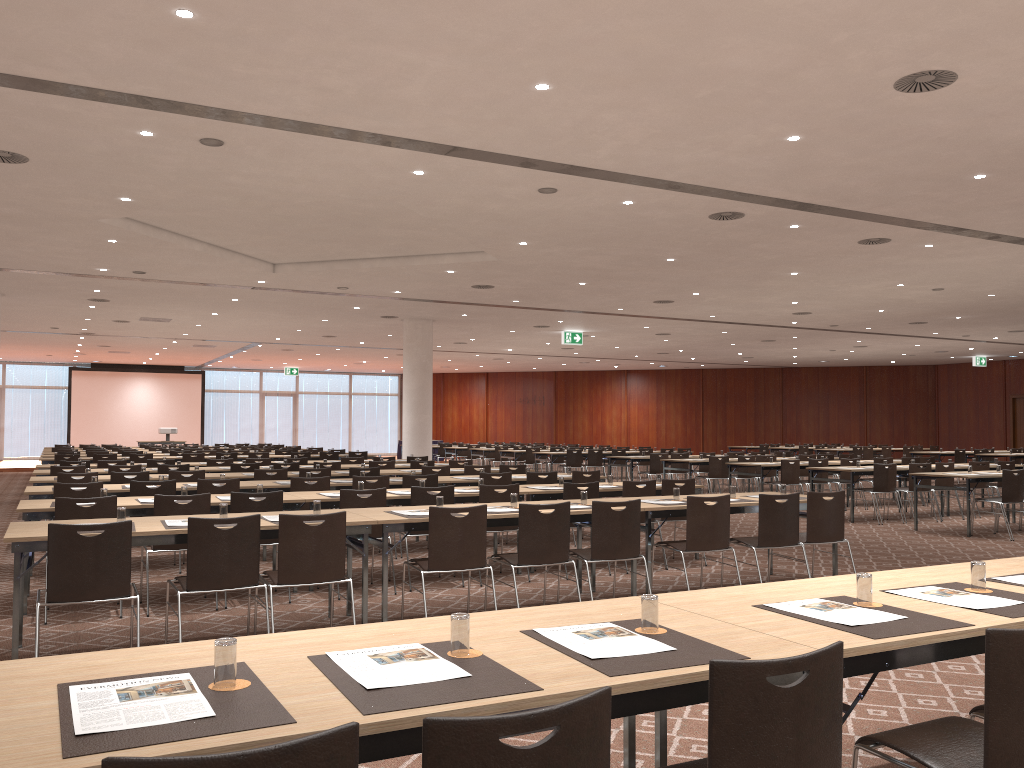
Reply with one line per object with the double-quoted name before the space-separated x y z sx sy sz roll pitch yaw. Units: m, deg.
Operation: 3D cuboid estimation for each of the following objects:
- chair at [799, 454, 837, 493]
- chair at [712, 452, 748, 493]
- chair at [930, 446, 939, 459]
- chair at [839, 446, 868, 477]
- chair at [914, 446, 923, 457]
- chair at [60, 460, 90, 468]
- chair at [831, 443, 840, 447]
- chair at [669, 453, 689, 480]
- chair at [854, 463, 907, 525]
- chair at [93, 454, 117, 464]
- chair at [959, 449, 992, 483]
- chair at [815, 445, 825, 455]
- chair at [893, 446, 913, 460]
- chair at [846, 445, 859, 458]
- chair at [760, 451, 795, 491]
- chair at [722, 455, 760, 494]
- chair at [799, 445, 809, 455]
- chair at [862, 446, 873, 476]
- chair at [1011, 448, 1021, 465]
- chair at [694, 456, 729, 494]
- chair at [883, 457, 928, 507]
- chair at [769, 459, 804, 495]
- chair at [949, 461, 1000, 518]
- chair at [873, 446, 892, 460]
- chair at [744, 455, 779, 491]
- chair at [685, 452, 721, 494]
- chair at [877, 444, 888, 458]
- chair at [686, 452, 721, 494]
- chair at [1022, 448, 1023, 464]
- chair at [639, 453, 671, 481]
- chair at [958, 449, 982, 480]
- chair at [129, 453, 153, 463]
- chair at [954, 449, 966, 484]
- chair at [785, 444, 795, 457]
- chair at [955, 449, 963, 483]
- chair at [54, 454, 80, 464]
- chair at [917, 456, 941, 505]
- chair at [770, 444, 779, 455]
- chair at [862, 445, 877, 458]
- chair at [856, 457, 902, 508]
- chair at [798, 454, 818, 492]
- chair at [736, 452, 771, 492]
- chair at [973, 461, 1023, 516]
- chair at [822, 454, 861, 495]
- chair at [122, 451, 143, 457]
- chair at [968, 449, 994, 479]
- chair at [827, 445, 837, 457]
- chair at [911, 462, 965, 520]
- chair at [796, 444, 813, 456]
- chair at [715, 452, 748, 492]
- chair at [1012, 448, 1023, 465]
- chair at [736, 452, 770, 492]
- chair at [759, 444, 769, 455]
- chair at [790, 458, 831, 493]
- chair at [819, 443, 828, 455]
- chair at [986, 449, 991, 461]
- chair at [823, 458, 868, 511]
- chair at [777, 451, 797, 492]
"chair" 6.548 1.961 18.935 0.536 0.939 0.614 1 -3 -28
"chair" 5.003 2.026 20.387 0.536 0.939 0.614 1 -3 -29
"chair" 13.509 2.457 28.661 0.536 0.939 0.614 2 -3 -29
"chair" 10.382 2.364 26.966 0.536 0.939 0.614 2 -3 -29
"chair" 12.924 2.447 28.498 0.536 0.939 0.614 1 -3 -27
"chair" -6.991 1.683 14.156 0.536 0.939 0.614 1 -3 -28
"chair" 11.698 2.631 32.364 0.536 0.939 0.614 1 -3 -26
"chair" 3.584 1.984 19.608 0.536 0.939 0.614 1 -3 -29
"chair" 5.815 1.721 14.060 0.536 0.939 0.614 1 -3 -25
"chair" -8.081 1.846 17.577 0.536 0.939 0.614 1 -3 -27
"chair" 12.642 2.237 24.203 0.536 0.939 0.614 1 -3 -26
"chair" 9.980 2.466 29.090 0.536 0.939 0.614 2 -3 -30
"chair" 12.372 2.421 27.992 0.536 0.939 0.614 1 -3 -26
"chair" 11.454 2.515 29.989 0.536 0.939 0.614 1 -3 -25
"chair" 6.237 2.055 20.893 0.536 0.939 0.614 1 -3 -26
"chair" 4.618 1.899 17.809 0.536 0.939 0.614 1 -3 -24
"chair" 9.396 2.457 28.928 0.536 0.939 0.614 1 -3 -29
"chair" 10.900 2.390 27.454 0.536 0.939 0.614 1 -3 -27
"chair" 13.996 2.276 24.901 0.536 0.939 0.614 1 -3 -27
"chair" 3.982 1.885 17.564 0.536 0.939 0.614 1 -3 -25
"chair" 7.572 1.874 17.083 0.536 0.939 0.614 1 -3 -25
"chair" 4.834 1.800 15.754 0.536 0.939 0.614 1 -3 -26
"chair" 7.857 1.779 15.112 0.536 0.939 0.614 1 -3 -28
"chair" 11.551 2.402 27.651 0.536 0.939 0.614 1 -3 -28
"chair" 5.160 1.921 18.220 0.536 0.939 0.614 2 -3 -30
"chair" 4.270 1.999 19.879 0.536 0.939 0.614 1 -3 -27
"chair" 12.623 2.541 30.453 0.536 0.939 0.614 1 -3 -25
"chair" 4.286 1.999 19.887 0.536 0.939 0.614 1 -3 -29
"chair" 14.541 2.295 25.257 0.536 0.939 0.614 1 -3 -25
"chair" 3.132 1.967 19.292 0.536 0.939 0.614 1 -3 -28
"chair" 12.590 2.236 24.176 0.536 0.939 0.614 1 -3 -28
"chair" -7.465 1.859 17.808 0.536 0.939 0.614 1 -3 -27
"chair" 12.005 2.227 24.028 0.536 0.939 0.614 1 -3 -26
"chair" 9.637 2.566 31.162 0.536 0.939 0.614 1 -3 -29
"chair" 11.994 2.226 24.022 0.536 0.939 0.614 1 -3 -29
"chair" -8.654 1.828 17.235 0.536 0.939 0.614 1 -3 -26
"chair" 8.034 1.893 17.453 0.535 0.939 0.614 1 -3 -25
"chair" 9.074 2.557 31.011 0.536 0.939 0.614 2 -3 -29
"chair" 12.112 2.523 30.107 0.536 0.939 0.614 2 -3 -30
"chair" 6.959 1.860 16.850 0.536 0.939 0.614 1 -3 -26
"chair" 6.020 1.939 18.532 0.536 0.939 0.614 2 -3 -30
"chair" 5.620 2.041 20.658 0.536 0.939 0.614 1 -3 -27
"chair" 8.397 1.792 15.342 0.536 0.939 0.614 1 -3 -27
"chair" 7.118 1.974 19.181 0.536 0.939 0.614 1 -3 -27
"chair" -8.426 1.946 19.648 0.536 0.939 0.614 1 -3 -26
"chair" 13.075 2.257 24.575 0.536 0.939 0.614 1 -3 -25
"chair" 10.528 2.489 29.511 0.536 0.939 0.614 1 -3 -28
"chair" 7.008 1.752 14.626 0.536 0.939 0.614 1 -3 -24
"chair" 10.494 2.597 31.743 0.536 0.939 0.614 1 -3 -25
"chair" 5.081 2.028 20.428 0.536 0.939 0.614 1 -3 -25
"chair" 14.043 2.277 24.925 0.536 0.939 0.614 1 -3 -29
"chair" 5.618 2.041 20.657 0.536 0.939 0.614 2 -3 -29
"chair" 8.575 2.532 30.533 0.536 0.939 0.614 1 -3 -28
"chair" 5.446 1.820 16.118 0.536 0.939 0.614 1 -3 -24
"chair" 11.074 2.607 31.903 0.535 0.939 0.614 1 -3 -29
"chair" 13.058 2.256 24.566 0.536 0.939 0.614 2 -3 -29
"chair" 6.124 1.833 16.336 0.536 0.939 0.614 1 -3 -24
"chair" 6.294 2.057 20.922 0.536 0.939 0.614 2 -3 -30
